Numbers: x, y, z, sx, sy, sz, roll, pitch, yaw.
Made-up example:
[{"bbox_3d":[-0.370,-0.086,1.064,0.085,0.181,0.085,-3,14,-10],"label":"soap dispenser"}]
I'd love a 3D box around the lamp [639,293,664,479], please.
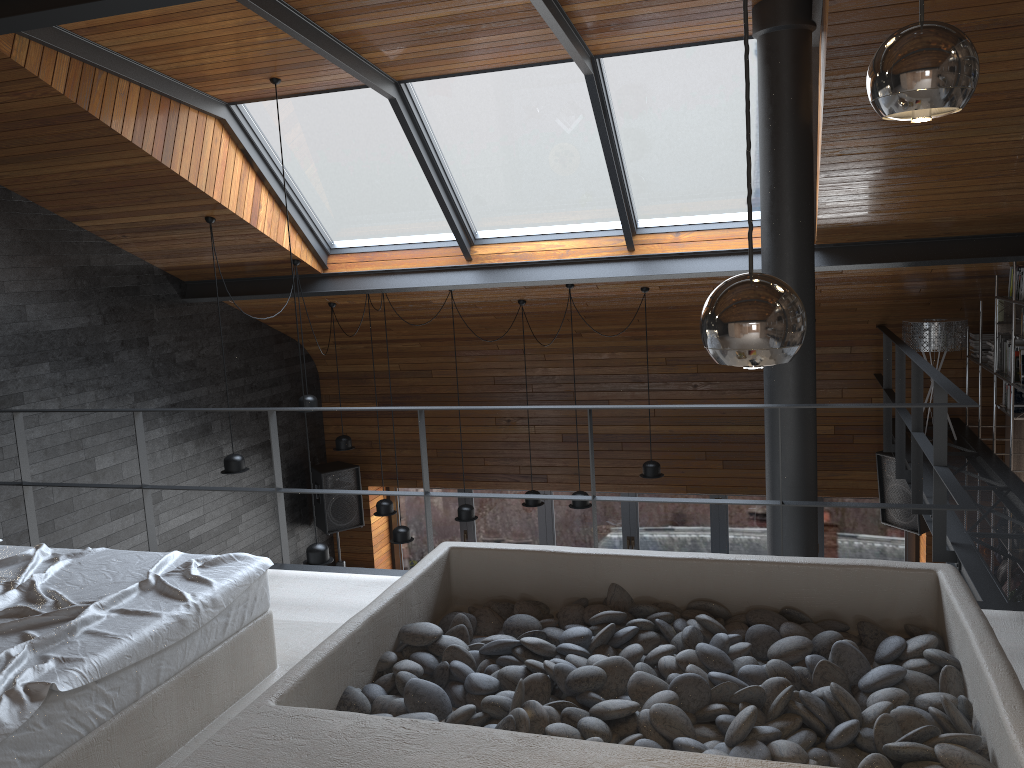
[{"bbox_3d":[1.153,0.011,7.497,0.210,1.565,0.210,-9,9,-34],"label":"lamp"}]

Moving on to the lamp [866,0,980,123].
[{"bbox_3d":[0.544,-1.105,1.172,0.146,1.474,0.146,-10,10,-41],"label":"lamp"}]

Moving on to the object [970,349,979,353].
[{"bbox_3d":[4.115,-0.290,7.669,0.243,0.012,0.159,-1,8,18],"label":"object"}]

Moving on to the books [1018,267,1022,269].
[{"bbox_3d":[3.685,-0.729,6.347,0.129,0.226,0.069,-1,8,18],"label":"books"}]

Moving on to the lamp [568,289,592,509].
[{"bbox_3d":[0.538,0.108,7.539,0.210,1.911,0.210,-9,9,-34],"label":"lamp"}]

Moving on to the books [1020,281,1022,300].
[{"bbox_3d":[3.598,-0.673,6.159,0.112,0.173,0.054,-1,8,18],"label":"books"}]

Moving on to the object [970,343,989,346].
[{"bbox_3d":[4.105,-0.347,7.647,0.246,0.016,0.182,-1,8,18],"label":"object"}]

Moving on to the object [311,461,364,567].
[{"bbox_3d":[-1.960,2.054,9.828,0.639,2.298,0.686,-8,9,-34],"label":"object"}]

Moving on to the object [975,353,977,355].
[{"bbox_3d":[4.131,-0.265,7.667,0.216,0.013,0.161,-1,8,18],"label":"object"}]

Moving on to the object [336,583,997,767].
[{"bbox_3d":[0.374,0.904,2.562,1.842,0.246,1.436,-1,8,18],"label":"object"}]

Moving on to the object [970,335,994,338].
[{"bbox_3d":[4.106,-0.414,7.654,0.246,0.016,0.182,-1,8,18],"label":"object"}]

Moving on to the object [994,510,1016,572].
[{"bbox_3d":[4.054,1.175,7.313,0.244,0.879,0.244,-11,11,-43],"label":"object"}]

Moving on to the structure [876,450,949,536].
[{"bbox_3d":[3.652,0.943,8.033,0.488,0.735,0.462,-6,8,-22],"label":"structure"}]

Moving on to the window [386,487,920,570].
[{"bbox_3d":[1.312,1.770,9.789,5.936,1.521,0.101,-1,8,18],"label":"window"}]

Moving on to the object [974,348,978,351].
[{"bbox_3d":[4.131,-0.303,7.668,0.216,0.012,0.161,-1,8,18],"label":"object"}]

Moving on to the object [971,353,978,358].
[{"bbox_3d":[4.118,-0.247,7.674,0.234,0.025,0.176,-1,8,18],"label":"object"}]

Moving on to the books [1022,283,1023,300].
[{"bbox_3d":[3.598,-0.682,6.109,0.131,0.202,0.068,-1,8,18],"label":"books"}]

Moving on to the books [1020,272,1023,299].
[{"bbox_3d":[3.605,-0.681,6.139,0.138,0.189,0.065,-1,8,18],"label":"books"}]

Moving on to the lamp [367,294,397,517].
[{"bbox_3d":[-1.197,0.155,7.830,0.210,2.035,0.210,-9,9,-34],"label":"lamp"}]

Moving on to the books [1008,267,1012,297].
[{"bbox_3d":[3.735,-0.756,6.515,0.148,0.229,0.073,-1,8,18],"label":"books"}]

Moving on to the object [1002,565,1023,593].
[{"bbox_3d":[3.793,1.506,6.657,0.219,0.440,0.463,-1,8,18],"label":"object"}]

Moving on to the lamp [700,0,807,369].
[{"bbox_3d":[0.293,-0.899,1.147,0.146,1.771,0.146,4,10,43],"label":"lamp"}]

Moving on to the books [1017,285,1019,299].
[{"bbox_3d":[3.619,-0.683,6.227,0.112,0.173,0.054,-1,8,18],"label":"books"}]

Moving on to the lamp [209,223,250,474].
[{"bbox_3d":[-2.141,-0.261,6.566,0.210,1.853,0.210,-9,9,-34],"label":"lamp"}]

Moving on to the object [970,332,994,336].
[{"bbox_3d":[4.109,-0.431,7.662,0.246,0.016,0.182,-1,8,18],"label":"object"}]

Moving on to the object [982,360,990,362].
[{"bbox_3d":[4.041,-0.202,7.430,0.201,0.012,0.161,-1,8,18],"label":"object"}]

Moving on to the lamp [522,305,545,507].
[{"bbox_3d":[0.136,0.113,8.012,0.210,2.002,0.210,-9,9,-34],"label":"lamp"}]

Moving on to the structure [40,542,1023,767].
[{"bbox_3d":[-1.081,0.838,2.421,4.614,1.120,2.635,-1,8,17],"label":"structure"}]

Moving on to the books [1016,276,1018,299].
[{"bbox_3d":[3.642,-0.690,6.283,0.119,0.169,0.058,-1,8,18],"label":"books"}]

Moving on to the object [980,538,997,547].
[{"bbox_3d":[4.210,1.431,7.866,0.233,0.209,0.107,-3,8,5],"label":"object"}]

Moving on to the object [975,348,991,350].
[{"bbox_3d":[4.123,-0.317,7.660,0.224,0.017,0.167,-1,8,18],"label":"object"}]

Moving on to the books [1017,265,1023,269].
[{"bbox_3d":[3.685,-0.736,6.362,0.143,0.233,0.081,-1,8,17],"label":"books"}]

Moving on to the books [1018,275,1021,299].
[{"bbox_3d":[3.607,-0.678,6.203,0.111,0.171,0.056,-1,8,18],"label":"books"}]

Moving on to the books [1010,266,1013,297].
[{"bbox_3d":[3.743,-0.752,6.484,0.169,0.229,0.077,-1,8,18],"label":"books"}]

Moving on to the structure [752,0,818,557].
[{"bbox_3d":[1.532,0.805,4.851,1.197,5.699,1.690,-1,8,18],"label":"structure"}]

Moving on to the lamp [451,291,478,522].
[{"bbox_3d":[-0.465,0.195,7.779,0.210,2.033,0.210,-9,9,-34],"label":"lamp"}]

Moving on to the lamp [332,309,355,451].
[{"bbox_3d":[-1.643,-0.060,8.383,0.210,1.369,0.210,-9,9,-34],"label":"lamp"}]

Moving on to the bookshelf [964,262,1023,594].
[{"bbox_3d":[2.631,0.764,2.759,0.421,6.218,10.741,-1,8,18],"label":"bookshelf"}]

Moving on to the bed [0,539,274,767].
[{"bbox_3d":[-2.071,0.959,2.754,2.011,0.484,1.826,-1,8,18],"label":"bed"}]

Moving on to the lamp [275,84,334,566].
[{"bbox_3d":[-1.434,-0.357,5.934,0.210,3.208,0.210,3,10,40],"label":"lamp"}]

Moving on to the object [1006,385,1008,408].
[{"bbox_3d":[3.748,0.094,6.611,0.111,0.174,0.011,-1,8,18],"label":"object"}]

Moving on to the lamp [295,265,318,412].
[{"bbox_3d":[-1.725,-0.378,7.294,0.210,1.206,0.210,-9,9,-34],"label":"lamp"}]

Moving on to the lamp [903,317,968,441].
[{"bbox_3d":[3.449,-0.024,7.242,0.475,1.001,0.475,3,10,41],"label":"lamp"}]

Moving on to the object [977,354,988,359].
[{"bbox_3d":[4.050,-0.234,7.416,0.262,0.025,0.176,-1,8,18],"label":"object"}]

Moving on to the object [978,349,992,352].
[{"bbox_3d":[4.032,-0.281,7.425,0.203,0.013,0.161,-1,8,18],"label":"object"}]

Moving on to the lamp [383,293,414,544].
[{"bbox_3d":[-1.028,0.246,7.620,0.210,2.272,0.210,-9,9,-34],"label":"lamp"}]

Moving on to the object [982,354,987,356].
[{"bbox_3d":[4.037,-0.252,7.418,0.201,0.013,0.161,-1,8,18],"label":"object"}]

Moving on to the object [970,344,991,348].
[{"bbox_3d":[4.106,-0.331,7.648,0.246,0.016,0.182,-1,8,18],"label":"object"}]

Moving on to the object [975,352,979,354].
[{"bbox_3d":[4.132,-0.279,7.674,0.218,0.013,0.161,-1,8,18],"label":"object"}]

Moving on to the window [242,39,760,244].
[{"bbox_3d":[0.085,-1.642,6.324,3.818,1.031,1.213,-1,8,18],"label":"window"}]

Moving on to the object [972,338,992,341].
[{"bbox_3d":[4.115,-0.395,7.654,0.233,0.021,0.174,-1,8,18],"label":"object"}]

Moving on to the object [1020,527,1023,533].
[{"bbox_3d":[3.833,0.937,6.561,0.207,0.442,0.328,-2,8,11],"label":"object"}]

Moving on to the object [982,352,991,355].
[{"bbox_3d":[4.048,-0.263,7.397,0.228,0.016,0.182,-1,8,18],"label":"object"}]

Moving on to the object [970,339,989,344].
[{"bbox_3d":[4.101,-0.370,7.645,0.252,0.028,0.180,-1,8,18],"label":"object"}]

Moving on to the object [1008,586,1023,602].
[{"bbox_3d":[3.661,1.608,6.284,0.255,0.356,0.167,2,10,37],"label":"object"}]

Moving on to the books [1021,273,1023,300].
[{"bbox_3d":[3.601,-0.688,6.121,0.137,0.213,0.068,-1,8,18],"label":"books"}]

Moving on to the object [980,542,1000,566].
[{"bbox_3d":[4.138,1.467,7.628,0.278,0.222,0.138,1,9,28],"label":"object"}]

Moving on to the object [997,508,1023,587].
[{"bbox_3d":[3.996,1.236,7.057,0.305,0.839,0.237,-1,8,20],"label":"object"}]
